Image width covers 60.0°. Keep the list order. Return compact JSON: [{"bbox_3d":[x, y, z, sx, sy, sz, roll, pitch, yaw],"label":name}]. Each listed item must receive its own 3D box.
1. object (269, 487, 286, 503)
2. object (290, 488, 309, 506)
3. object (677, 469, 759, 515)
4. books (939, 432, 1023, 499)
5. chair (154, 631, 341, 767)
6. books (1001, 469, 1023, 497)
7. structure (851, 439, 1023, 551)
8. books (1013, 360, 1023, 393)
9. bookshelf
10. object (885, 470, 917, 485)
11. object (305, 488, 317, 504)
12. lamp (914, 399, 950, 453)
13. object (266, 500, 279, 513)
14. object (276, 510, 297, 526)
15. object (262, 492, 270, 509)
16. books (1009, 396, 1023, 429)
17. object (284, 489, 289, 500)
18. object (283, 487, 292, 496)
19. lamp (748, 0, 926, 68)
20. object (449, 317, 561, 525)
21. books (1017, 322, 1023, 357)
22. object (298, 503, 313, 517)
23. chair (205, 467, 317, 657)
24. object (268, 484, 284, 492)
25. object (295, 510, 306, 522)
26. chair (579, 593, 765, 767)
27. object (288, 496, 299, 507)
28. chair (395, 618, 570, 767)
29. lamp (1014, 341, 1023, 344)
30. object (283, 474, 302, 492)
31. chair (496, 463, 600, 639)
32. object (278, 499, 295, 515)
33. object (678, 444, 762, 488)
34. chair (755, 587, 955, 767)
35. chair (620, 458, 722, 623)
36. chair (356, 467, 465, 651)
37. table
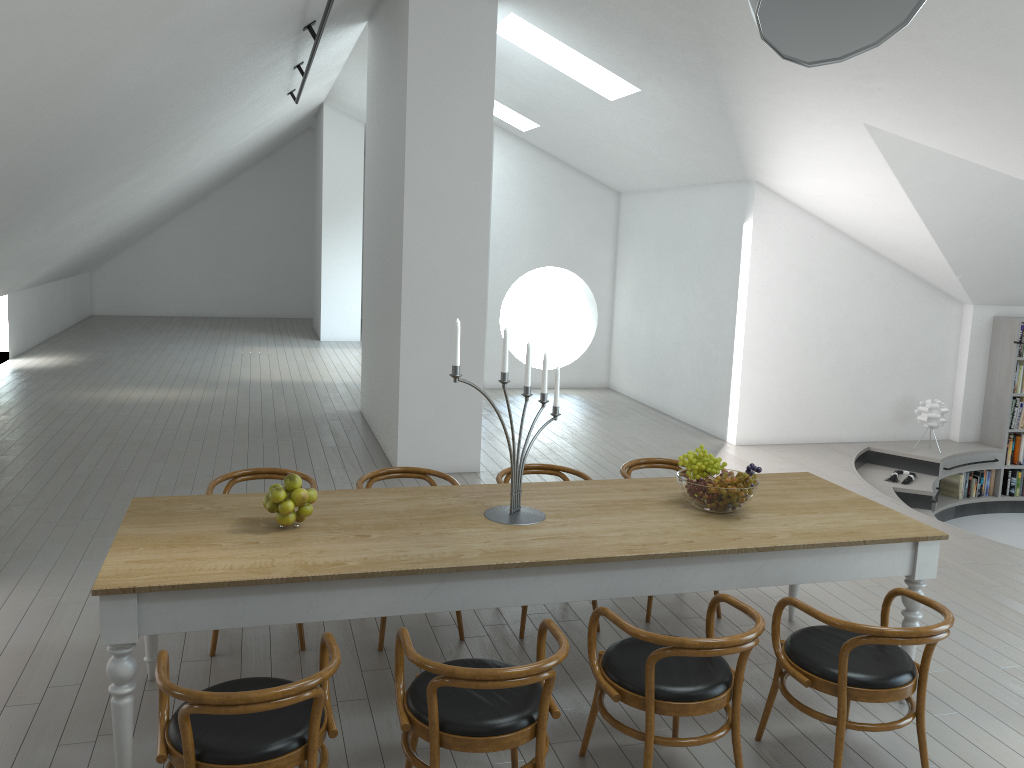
[{"bbox_3d":[-0.908,0.432,3.433,0.062,0.059,0.062,0,9,-16],"label":"object"},{"bbox_3d":[-0.831,0.444,3.473,0.066,0.071,0.072,10,12,42],"label":"object"},{"bbox_3d":[0.912,0.493,3.953,0.360,0.159,0.361,-4,11,-36],"label":"object"},{"bbox_3d":[5.342,0.839,9.411,1.640,0.693,0.392,1,8,-6],"label":"books"},{"bbox_3d":[-0.805,1.142,2.717,0.527,0.732,0.624,-1,9,-20],"label":"chair"},{"bbox_3d":[5.658,1.035,9.483,0.918,0.318,0.284,3,8,2],"label":"books"},{"bbox_3d":[5.312,1.332,7.479,4.716,0.690,4.722,8,11,28],"label":"structure"},{"bbox_3d":[5.670,-0.075,9.340,1.088,0.346,0.304,2,8,-1],"label":"books"},{"bbox_3d":[6.668,0.568,7.760,2.108,1.872,4.351,0,9,-16],"label":"bookshelf"},{"bbox_3d":[3.763,0.899,8.543,0.218,0.082,0.474,9,11,36],"label":"object"},{"bbox_3d":[-0.815,0.450,3.546,0.072,0.063,0.071,-1,9,-23],"label":"object"},{"bbox_3d":[4.264,0.417,9.028,0.305,0.523,0.307,-2,9,-27],"label":"lamp"},{"bbox_3d":[-0.931,0.476,3.455,0.053,0.053,0.051,-1,9,-25],"label":"object"},{"bbox_3d":[-0.887,0.520,3.482,0.080,0.073,0.078,7,10,28],"label":"object"},{"bbox_3d":[-0.947,0.465,3.507,0.076,0.076,0.077,10,11,40],"label":"object"},{"bbox_3d":[5.628,0.303,9.348,1.019,0.358,0.261,3,8,1],"label":"books"},{"bbox_3d":[-0.903,0.439,3.486,0.053,0.050,0.053,-6,12,-45],"label":"object"},{"bbox_3d":[-0.890,0.420,3.552,0.053,0.057,0.058,2,9,-2],"label":"object"},{"bbox_3d":[0.186,-0.291,0.560,0.112,0.175,0.169,-1,9,-24],"label":"lamp"},{"bbox_3d":[-0.023,0.138,3.680,0.776,0.871,0.266,-5,11,-42],"label":"object"},{"bbox_3d":[5.669,-0.456,9.275,1.032,0.360,0.302,2,8,0],"label":"books"},{"bbox_3d":[-0.814,0.496,3.496,0.059,0.055,0.060,-1,9,-21],"label":"object"},{"bbox_3d":[-1.237,0.847,4.386,0.527,0.732,0.624,0,9,-13],"label":"chair"},{"bbox_3d":[-0.947,0.433,3.561,0.063,0.063,0.062,9,11,36],"label":"object"},{"bbox_3d":[-0.846,0.527,3.537,0.051,0.050,0.050,1,9,-13],"label":"object"},{"bbox_3d":[0.575,1.126,3.170,0.527,0.732,0.624,-1,9,-19],"label":"chair"},{"bbox_3d":[-0.868,0.462,3.581,0.071,0.072,0.071,9,11,38],"label":"object"},{"bbox_3d":[-0.108,1.140,2.910,0.527,0.732,0.624,1,9,-13],"label":"chair"},{"bbox_3d":[5.296,-0.541,8.940,0.116,0.311,0.415,0,9,-19],"label":"lamp"},{"bbox_3d":[-0.866,0.390,3.498,0.072,0.074,0.073,0,9,-16],"label":"object"},{"bbox_3d":[0.179,0.854,4.710,0.527,0.732,0.624,0,9,-16],"label":"chair"},{"bbox_3d":[-0.875,0.477,3.437,0.062,0.059,0.062,1,9,-12],"label":"object"},{"bbox_3d":[0.921,0.427,3.973,0.394,0.283,0.293,9,11,37],"label":"object"},{"bbox_3d":[1.287,1.132,3.315,0.527,0.732,0.624,0,9,-16],"label":"chair"},{"bbox_3d":[0.866,0.843,4.952,0.527,0.732,0.624,1,9,-13],"label":"chair"},{"bbox_3d":[-0.524,0.855,4.522,0.527,0.732,0.624,-1,9,-21],"label":"chair"},{"bbox_3d":[0.100,0.957,3.848,3.348,0.796,1.023,0,9,-16],"label":"table"}]
